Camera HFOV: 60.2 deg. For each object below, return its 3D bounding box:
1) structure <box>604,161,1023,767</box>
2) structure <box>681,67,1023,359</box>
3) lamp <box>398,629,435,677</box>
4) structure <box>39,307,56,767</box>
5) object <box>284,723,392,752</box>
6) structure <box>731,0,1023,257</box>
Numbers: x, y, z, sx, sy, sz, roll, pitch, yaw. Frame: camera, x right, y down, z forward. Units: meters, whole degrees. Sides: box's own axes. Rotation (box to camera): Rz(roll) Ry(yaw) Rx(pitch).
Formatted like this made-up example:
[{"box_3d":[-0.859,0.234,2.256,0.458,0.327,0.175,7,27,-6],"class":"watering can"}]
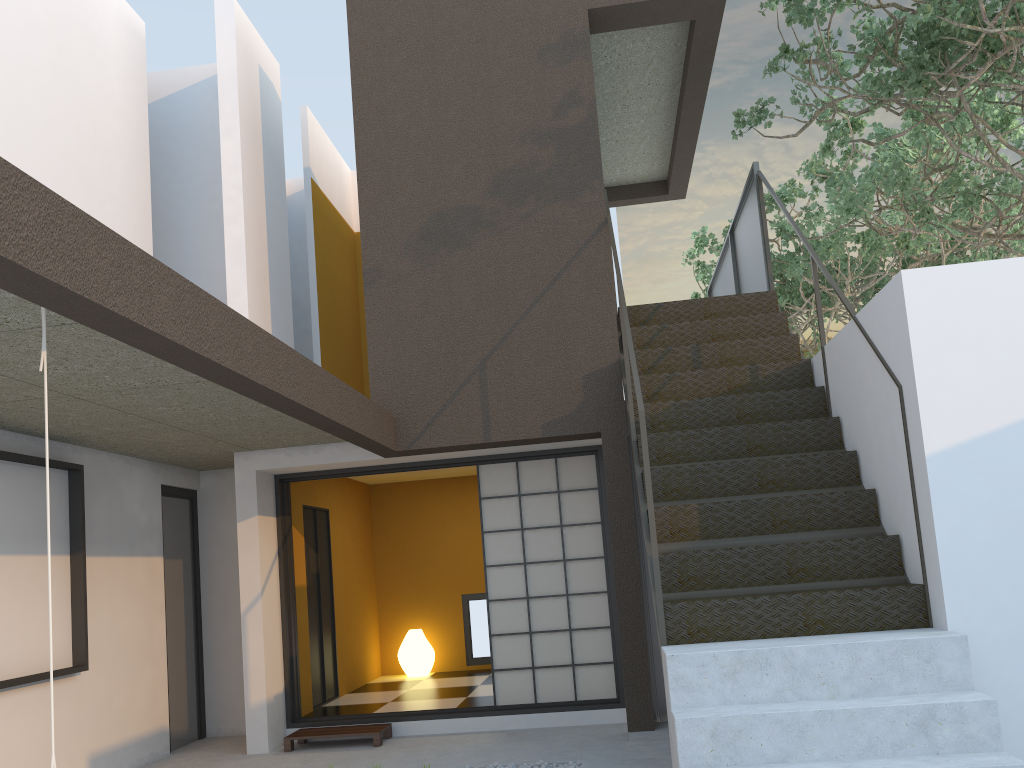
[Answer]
[{"box_3d":[1.389,0.327,6.254,1.159,3.900,6.630,-5,-10,5],"class":"structure"},{"box_3d":[5.281,-1.024,12.158,5.503,4.651,7.403,-2,-10,-14],"class":"structure"},{"box_3d":[-1.000,2.818,9.223,0.386,0.495,0.400,-4,-9,-5],"class":"lamp"},{"box_3d":[-1.599,0.610,2.674,0.462,1.847,0.130,-5,-6,6],"class":"structure"},{"box_3d":[-1.260,2.575,6.434,0.703,0.099,0.354,-6,-11,6],"class":"object"},{"box_3d":[3.976,-2.127,5.692,4.330,3.659,5.825,-2,-10,-14],"class":"structure"}]
